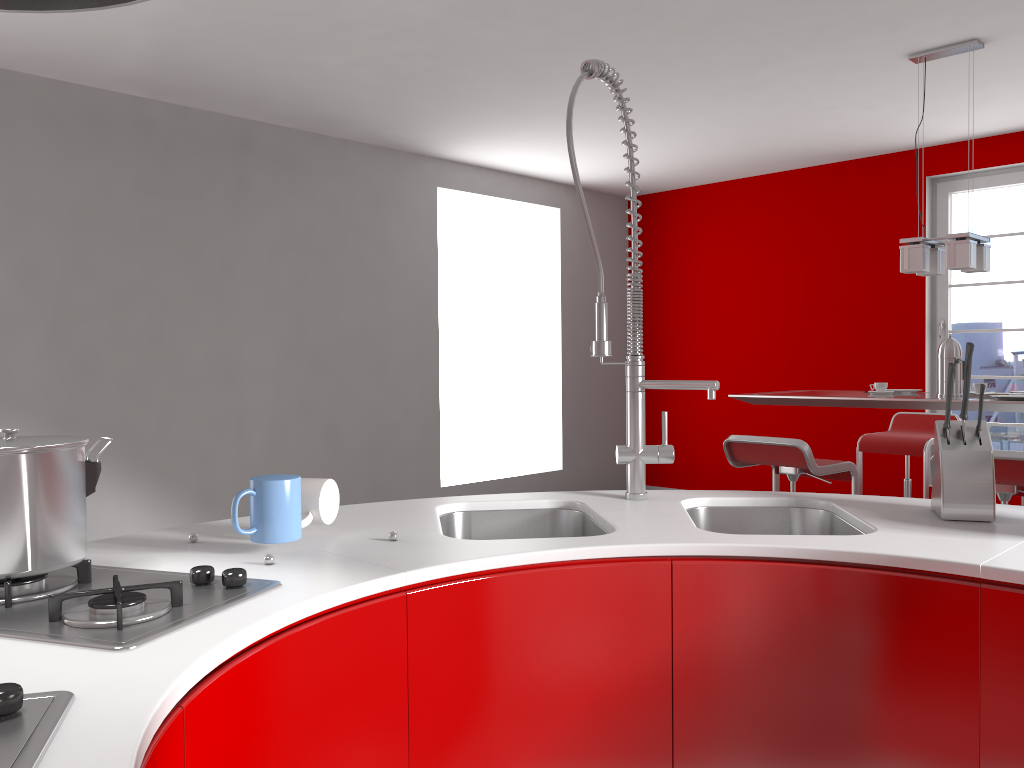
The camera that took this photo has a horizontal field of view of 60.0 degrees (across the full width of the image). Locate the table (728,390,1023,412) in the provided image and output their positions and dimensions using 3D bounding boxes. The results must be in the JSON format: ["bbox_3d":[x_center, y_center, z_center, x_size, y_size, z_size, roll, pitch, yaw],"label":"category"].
[{"bbox_3d":[1.987,0.553,4.191,1.700,1.000,0.800,1,2,44],"label":"table"}]

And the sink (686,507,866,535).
[{"bbox_3d":[0.504,0.359,1.732,0.326,0.172,0.428,0,2,5],"label":"sink"}]

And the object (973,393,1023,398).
[{"bbox_3d":[2.170,0.051,3.942,0.217,0.015,0.217,-1,2,-8],"label":"object"}]

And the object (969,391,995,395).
[{"bbox_3d":[2.195,0.045,4.160,0.119,0.016,0.119,1,2,42],"label":"object"}]

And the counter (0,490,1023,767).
[{"bbox_3d":[0.448,0.708,1.188,2.865,0.880,1.868,-1,2,-12],"label":"counter"}]

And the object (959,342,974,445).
[{"bbox_3d":[0.846,0.084,1.659,0.014,0.322,0.150,0,2,15],"label":"object"}]

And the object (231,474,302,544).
[{"bbox_3d":[-0.386,0.201,1.416,0.080,0.100,0.109,0,2,17],"label":"object"}]

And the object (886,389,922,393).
[{"bbox_3d":[1.978,0.037,4.527,0.217,0.015,0.217,-1,2,-22],"label":"object"}]

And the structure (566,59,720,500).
[{"bbox_3d":[0.261,-0.208,1.859,0.308,0.920,0.178,-1,2,-2],"label":"structure"}]

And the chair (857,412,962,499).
[{"bbox_3d":[2.263,0.600,5.051,0.460,0.857,0.418,-2,2,-38],"label":"chair"}]

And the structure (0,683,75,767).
[{"bbox_3d":[-0.580,0.275,0.614,0.457,0.037,0.303,-1,2,-16],"label":"structure"}]

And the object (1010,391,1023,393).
[{"bbox_3d":[2.423,0.044,4.101,0.217,0.015,0.217,0,2,20],"label":"object"}]

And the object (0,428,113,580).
[{"bbox_3d":[-0.666,0.150,1.181,0.189,0.185,0.218,0,2,6],"label":"object"}]

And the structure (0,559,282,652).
[{"bbox_3d":[-0.573,0.261,1.148,0.457,0.037,0.303,0,2,19],"label":"structure"}]

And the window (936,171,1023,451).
[{"bbox_3d":[3.254,-0.352,5.769,0.938,2.038,0.117,1,2,44],"label":"window"}]

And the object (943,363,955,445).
[{"bbox_3d":[0.823,0.099,1.677,0.012,0.279,0.130,0,2,15],"label":"object"}]

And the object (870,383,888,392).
[{"bbox_3d":[1.819,0.019,4.386,0.062,0.049,0.078,-1,2,-23],"label":"object"}]

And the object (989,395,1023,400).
[{"bbox_3d":[2.104,0.058,3.688,0.217,0.015,0.217,-1,2,-9],"label":"object"}]

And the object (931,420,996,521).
[{"bbox_3d":[0.856,0.159,1.687,0.091,0.178,0.137,0,2,17],"label":"object"}]

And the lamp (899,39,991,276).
[{"bbox_3d":[2.009,-1.033,4.110,0.304,1.025,0.304,1,2,44],"label":"lamp"}]

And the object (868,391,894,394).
[{"bbox_3d":[1.822,0.043,4.380,0.119,0.016,0.119,0,2,24],"label":"object"}]

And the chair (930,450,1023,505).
[{"bbox_3d":[1.801,0.652,3.253,0.418,0.857,0.460,1,2,40],"label":"chair"}]

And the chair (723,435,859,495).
[{"bbox_3d":[1.206,0.642,3.841,0.460,0.857,0.418,-2,2,-41],"label":"chair"}]

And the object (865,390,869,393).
[{"bbox_3d":[1.880,0.037,4.625,0.095,0.012,0.234,1,2,43],"label":"object"}]

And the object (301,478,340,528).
[{"bbox_3d":[-0.370,0.206,1.546,0.100,0.080,0.109,0,2,14],"label":"object"}]

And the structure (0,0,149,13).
[{"bbox_3d":[-0.622,-0.956,0.843,0.644,0.958,0.644,0,2,11],"label":"structure"}]

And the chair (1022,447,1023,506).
[{"bbox_3d":[2.869,0.608,4.488,0.460,0.857,0.418,-2,2,-43],"label":"chair"}]

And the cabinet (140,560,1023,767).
[{"bbox_3d":[0.611,0.680,0.969,1.875,0.761,1.025,-1,2,0],"label":"cabinet"}]

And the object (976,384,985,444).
[{"bbox_3d":[0.875,0.097,1.660,0.009,0.197,0.091,0,2,15],"label":"object"}]

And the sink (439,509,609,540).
[{"bbox_3d":[0.017,0.364,1.726,0.326,0.172,0.428,-1,2,-7],"label":"sink"}]

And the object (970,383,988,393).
[{"bbox_3d":[2.194,0.021,4.167,0.062,0.049,0.078,-1,2,-6],"label":"object"}]

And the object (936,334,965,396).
[{"bbox_3d":[2.035,-0.088,4.086,0.113,0.287,0.149,-2,2,-38],"label":"object"}]
